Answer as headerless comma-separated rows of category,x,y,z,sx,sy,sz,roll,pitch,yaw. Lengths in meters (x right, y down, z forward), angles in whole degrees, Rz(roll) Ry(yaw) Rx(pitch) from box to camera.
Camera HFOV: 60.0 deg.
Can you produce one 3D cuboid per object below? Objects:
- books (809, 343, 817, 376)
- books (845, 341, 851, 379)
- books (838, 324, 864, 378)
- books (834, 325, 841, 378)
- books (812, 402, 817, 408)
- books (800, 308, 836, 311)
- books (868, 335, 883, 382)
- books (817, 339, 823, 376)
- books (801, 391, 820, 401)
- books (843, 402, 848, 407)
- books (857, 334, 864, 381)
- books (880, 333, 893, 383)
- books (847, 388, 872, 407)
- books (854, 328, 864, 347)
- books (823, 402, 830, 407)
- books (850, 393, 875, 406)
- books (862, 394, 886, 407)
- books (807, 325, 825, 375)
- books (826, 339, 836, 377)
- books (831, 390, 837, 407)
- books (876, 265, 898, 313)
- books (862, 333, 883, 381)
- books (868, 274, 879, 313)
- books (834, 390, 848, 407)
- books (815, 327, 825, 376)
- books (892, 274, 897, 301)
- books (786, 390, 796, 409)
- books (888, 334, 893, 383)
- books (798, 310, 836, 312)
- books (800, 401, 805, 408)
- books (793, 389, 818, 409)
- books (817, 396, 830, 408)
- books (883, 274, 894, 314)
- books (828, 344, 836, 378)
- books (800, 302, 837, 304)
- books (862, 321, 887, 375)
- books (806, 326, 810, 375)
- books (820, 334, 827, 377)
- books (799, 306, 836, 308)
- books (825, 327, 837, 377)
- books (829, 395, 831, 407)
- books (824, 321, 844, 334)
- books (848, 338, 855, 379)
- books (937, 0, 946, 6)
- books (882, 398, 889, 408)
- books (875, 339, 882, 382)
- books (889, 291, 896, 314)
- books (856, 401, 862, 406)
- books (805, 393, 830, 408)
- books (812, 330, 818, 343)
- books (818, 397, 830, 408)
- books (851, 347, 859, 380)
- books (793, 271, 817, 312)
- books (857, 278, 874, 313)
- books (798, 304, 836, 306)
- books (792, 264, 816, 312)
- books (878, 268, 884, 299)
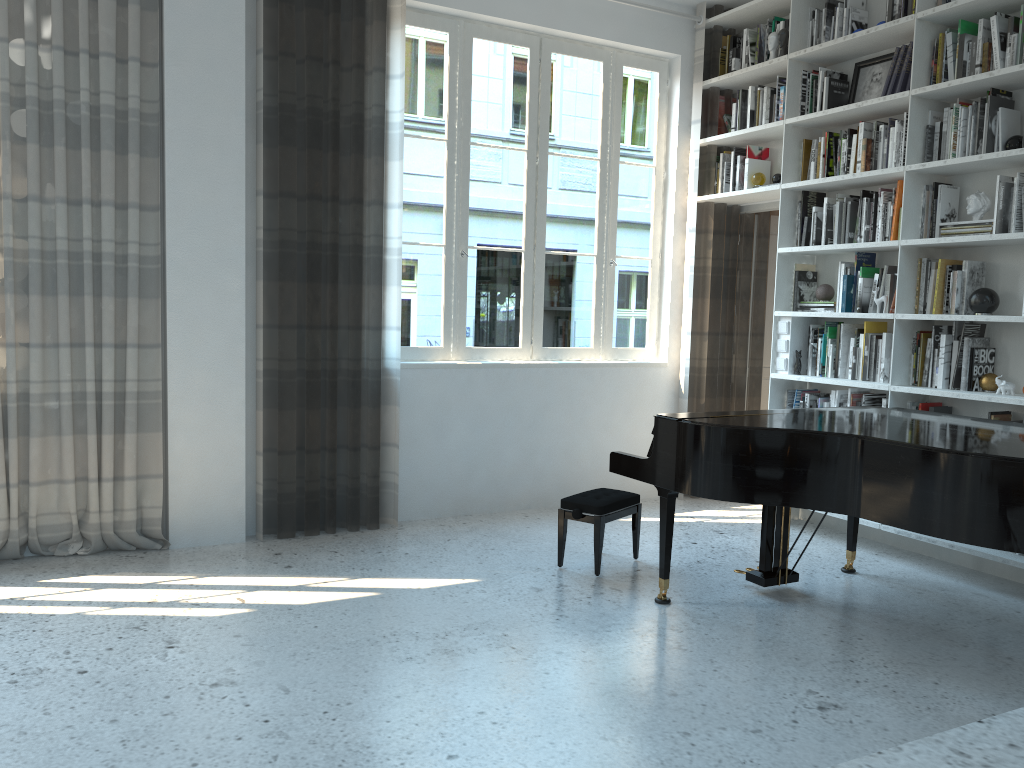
books,1.803,-0.143,5.150,0.193,0.189,0.019,-1,6,-28
books,1.941,-0.145,4.976,0.138,0.230,0.045,-1,6,-28
books,1.913,-0.185,4.989,0.189,0.306,0.012,-1,6,-28
books,1.895,-0.183,4.997,0.180,0.300,0.019,-1,6,-28
books,1.820,0.215,5.157,0.189,0.223,0.027,-1,6,-28
books,1.829,-0.434,5.159,0.161,0.012,0.254,-1,5,-27
books,2.006,-0.138,4.808,0.159,0.249,0.028,-1,6,-28
books,1.835,-0.153,5.121,0.180,0.217,0.015,-1,6,-28
books,1.774,0.178,5.290,0.150,0.274,0.010,-1,6,-28
books,1.924,0.222,5.020,0.132,0.239,0.031,-1,6,-28
books,1.977,-0.147,4.875,0.176,0.254,0.026,-1,6,-28
books,2.042,-0.139,4.732,0.185,0.266,0.021,-1,6,-28
books,1.933,0.185,4.948,0.170,0.326,0.014,-1,6,-28
books,1.953,-0.165,4.916,0.150,0.282,0.014,-1,6,-28
books,1.853,0.216,5.118,0.157,0.229,0.028,-1,6,-28
books,1.945,0.200,4.942,0.176,0.295,0.012,-1,6,-28
books,1.985,0.204,4.877,0.172,0.301,0.013,-1,6,-28
books,1.807,-0.199,5.198,0.171,0.294,0.014,-1,6,-28
books,1.870,-0.148,5.054,0.190,0.219,0.015,-1,6,-28
books,1.884,0.185,5.084,0.142,0.300,0.027,-1,6,-28
books,2.035,-0.504,4.750,0.158,0.255,0.060,-1,6,-28
books,1.989,-0.146,4.829,0.181,0.261,0.028,-1,6,-28
books,2.014,-0.490,4.821,0.142,0.214,0.056,-1,6,-28
books,1.889,0.185,5.037,0.172,0.307,0.039,-1,6,-28
books,1.829,-0.187,5.144,0.164,0.280,0.008,-1,6,-28
books,2.072,-0.475,4.689,0.143,0.210,0.027,-1,6,-28
books,1.719,0.171,5.331,0.189,0.277,0.011,-1,6,-28
books,2.067,-0.135,4.726,0.142,0.260,0.013,-1,6,-28
books,1.825,-0.421,5.158,0.159,0.012,0.285,-1,5,-25
books,1.774,0.208,5.247,0.187,0.221,0.022,-1,6,-28
books,1.742,0.170,5.307,0.172,0.284,0.052,-1,6,-28
books,1.832,0.200,5.139,0.189,0.257,0.013,-1,6,-28
books,2.050,-0.476,4.709,0.172,0.208,0.030,-1,6,-28
books,1.873,-0.131,5.039,0.183,0.189,0.016,-1,6,-28
books,1.830,-0.470,5.156,0.161,0.012,0.254,-1,5,-27
books,1.986,-0.180,4.852,0.172,0.323,0.021,-1,6,-28
books,1.802,-0.197,5.226,0.159,0.285,0.008,-1,6,-28
books,1.845,-0.164,5.088,0.184,0.245,0.009,-1,6,-28
books,1.826,-0.446,5.156,0.161,0.012,0.254,-1,6,-31
books,1.860,-0.182,5.057,0.182,0.286,0.007,-1,6,-28
books,1.880,0.196,5.107,0.146,0.274,0.013,-1,6,-28
books,1.849,-0.201,5.111,0.145,0.315,0.006,-1,6,-28
books,1.943,-0.141,4.937,0.159,0.230,0.027,-1,6,-28
books,2.182,-1.939,4.412,0.156,0.238,0.029,-1,6,-28
books,2.046,0.220,4.789,0.130,0.288,0.025,-1,6,-28
books,2.032,-0.126,4.792,0.153,0.229,0.025,-1,6,-28
books,2.077,-0.501,4.602,0.228,0.276,0.082,-1,6,-28
books,1.970,0.222,4.935,0.153,0.255,0.029,-1,6,-28
books,1.792,0.187,5.225,0.171,0.266,0.029,-1,6,-28
books,1.813,-0.181,5.165,0.176,0.264,0.007,-1,6,-28
books,1.833,0.203,5.127,0.177,0.253,0.010,-1,6,-28
books,1.954,-0.113,4.897,0.190,0.182,0.029,-1,6,-28
books,1.748,-0.551,5.289,0.156,0.243,0.028,-1,6,-28
books,1.964,-0.481,4.844,0.189,0.190,0.029,-1,6,-28
books,1.824,-0.458,5.154,0.159,0.012,0.285,-1,5,-24
books,1.748,-0.573,5.310,0.159,0.285,0.012,-1,6,-28
books,2.031,-0.500,4.790,0.141,0.242,0.013,-1,6,-28
